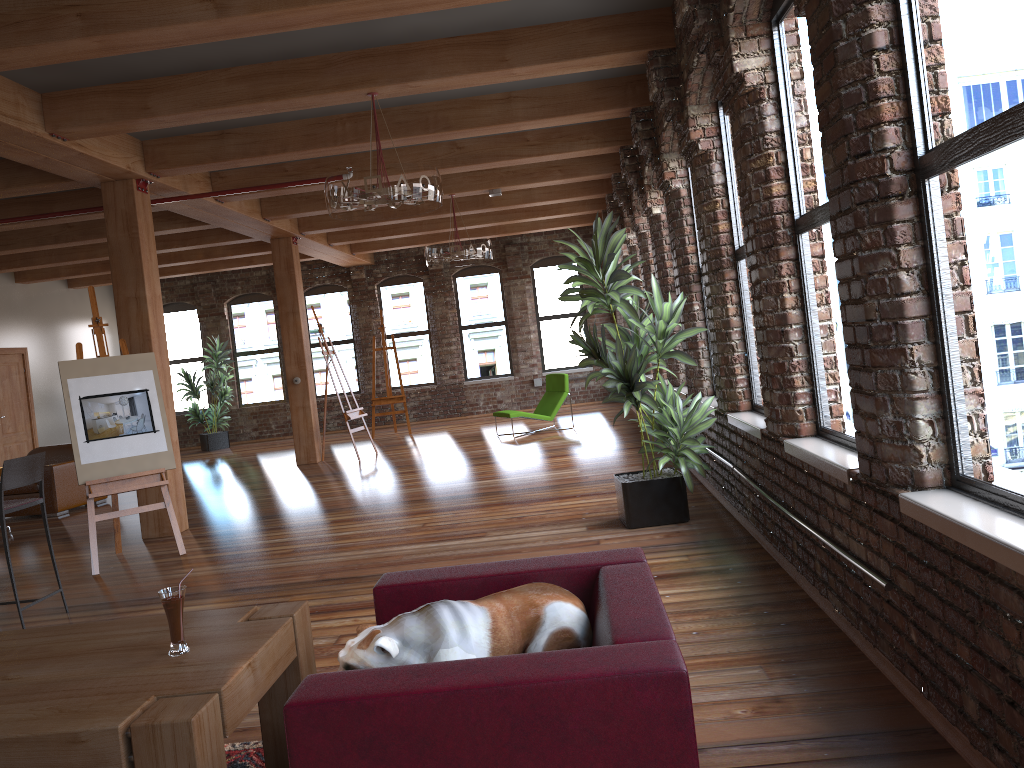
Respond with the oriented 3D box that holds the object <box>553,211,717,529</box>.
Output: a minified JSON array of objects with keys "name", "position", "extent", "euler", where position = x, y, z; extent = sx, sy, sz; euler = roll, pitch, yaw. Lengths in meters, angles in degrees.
[{"name":"object","position":[0.888,-0.125,6.026],"extent":[0.965,2.103,1.082],"euler":[-7,1,17]}]

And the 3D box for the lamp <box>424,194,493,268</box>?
[{"name":"lamp","position":[-0.661,-1.829,10.451],"extent":[0.807,0.815,0.811],"euler":[-6,2,39]}]

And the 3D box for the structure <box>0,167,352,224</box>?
[{"name":"structure","position":[-4.872,-1.597,8.510],"extent":[6.805,0.112,0.051],"euler":[-7,0,3]}]

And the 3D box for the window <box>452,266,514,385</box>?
[{"name":"window","position":[-0.550,-1.140,16.790],"extent":[0.968,2.218,0.219],"euler":[-7,0,3]}]

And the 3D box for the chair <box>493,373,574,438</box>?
[{"name":"chair","position":[0.277,0.298,12.668],"extent":[0.958,0.796,0.679],"euler":[-7,1,-22]}]

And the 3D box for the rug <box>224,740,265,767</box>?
[{"name":"rug","position":[-1.537,1.373,2.476],"extent":[2.461,0.009,1.345],"euler":[-7,3,4]}]

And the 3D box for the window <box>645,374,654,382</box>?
[{"name":"window","position":[1.700,-1.145,11.114],"extent":[0.230,2.215,0.969],"euler":[-7,0,4]}]

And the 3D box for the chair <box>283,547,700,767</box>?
[{"name":"chair","position":[0.002,0.899,2.386],"extent":[0.865,0.592,1.072],"euler":[-7,2,4]}]

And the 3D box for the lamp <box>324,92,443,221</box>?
[{"name":"lamp","position":[-0.914,-1.601,6.110],"extent":[0.811,0.815,0.807],"euler":[-8,2,-44]}]

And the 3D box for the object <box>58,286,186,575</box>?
[{"name":"object","position":[-3.047,0.278,6.815],"extent":[0.703,2.140,0.683],"euler":[-7,0,-36]}]

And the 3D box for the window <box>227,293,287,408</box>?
[{"name":"window","position":[-4.918,-0.668,17.114],"extent":[0.968,2.169,0.086],"euler":[-7,0,3]}]

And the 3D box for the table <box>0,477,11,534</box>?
[{"name":"table","position":[-5.328,1.280,8.096],"extent":[0.939,0.560,1.873],"euler":[-7,2,4]}]

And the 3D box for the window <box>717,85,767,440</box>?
[{"name":"window","position":[1.361,-0.837,5.254],"extent":[0.235,2.215,0.969],"euler":[-7,0,4]}]

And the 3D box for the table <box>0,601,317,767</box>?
[{"name":"table","position":[-1.522,1.098,2.480],"extent":[1.749,0.550,0.901],"euler":[-7,2,3]}]

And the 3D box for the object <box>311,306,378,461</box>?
[{"name":"object","position":[-2.398,-0.040,12.105],"extent":[0.684,2.140,0.663],"euler":[-7,0,14]}]

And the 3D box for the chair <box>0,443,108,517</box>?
[{"name":"chair","position":[-5.401,1.107,10.170],"extent":[1.062,0.735,0.832],"euler":[-6,2,13]}]

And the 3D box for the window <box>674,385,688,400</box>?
[{"name":"window","position":[1.530,-0.991,8.184],"extent":[0.232,2.215,0.969],"euler":[-7,0,4]}]

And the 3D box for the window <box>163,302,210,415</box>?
[{"name":"window","position":[-6.398,-0.499,17.201],"extent":[0.968,2.169,0.086],"euler":[-7,0,3]}]

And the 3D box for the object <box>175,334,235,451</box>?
[{"name":"object","position":[-5.621,0.163,16.366],"extent":[1.082,2.103,0.965],"euler":[-7,0,-18]}]

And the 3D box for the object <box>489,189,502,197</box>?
[{"name":"object","position":[-0.198,-2.265,10.459],"extent":[0.145,0.072,0.147],"euler":[-7,2,4]}]

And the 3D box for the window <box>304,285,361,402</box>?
[{"name":"window","position":[-3.462,-0.802,16.960],"extent":[0.968,2.227,0.221],"euler":[-7,0,3]}]

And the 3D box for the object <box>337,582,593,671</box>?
[{"name":"object","position":[-0.137,0.734,2.457],"extent":[0.756,0.297,0.364],"euler":[-8,2,-25]}]

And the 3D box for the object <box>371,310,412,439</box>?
[{"name":"object","position":[-2.114,-0.204,14.946],"extent":[0.662,2.140,0.685],"euler":[-7,0,-1]}]

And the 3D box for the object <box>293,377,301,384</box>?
[{"name":"object","position":[-2.904,-0.043,11.943],"extent":[0.095,0.095,0.061],"euler":[-7,1,3]}]

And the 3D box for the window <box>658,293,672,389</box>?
[{"name":"window","position":[1.618,-1.068,9.649],"extent":[0.236,2.215,0.969],"euler":[-7,0,4]}]

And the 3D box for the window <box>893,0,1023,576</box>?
[{"name":"window","position":[1.191,-0.683,2.327],"extent":[0.235,2.215,0.969],"euler":[-7,0,4]}]

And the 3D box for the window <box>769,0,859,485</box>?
[{"name":"window","position":[1.276,-0.760,3.791],"extent":[0.235,2.215,0.969],"euler":[-7,0,4]}]

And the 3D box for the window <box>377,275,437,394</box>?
[{"name":"window","position":[-2.009,-0.968,16.875],"extent":[0.968,2.227,0.221],"euler":[-7,0,3]}]

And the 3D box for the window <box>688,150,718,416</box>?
[{"name":"window","position":[1.447,-0.914,6.719],"extent":[0.235,2.215,0.969],"euler":[-7,0,4]}]

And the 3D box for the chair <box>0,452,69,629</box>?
[{"name":"chair","position":[-2.976,0.929,5.151],"extent":[0.466,0.981,0.430],"euler":[-7,0,3]}]

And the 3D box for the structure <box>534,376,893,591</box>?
[{"name":"structure","position":[1.638,0.230,9.853],"extent":[1.634,0.313,13.714],"euler":[-7,3,-3]}]

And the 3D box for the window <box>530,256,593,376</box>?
[{"name":"window","position":[0.924,-1.308,16.703],"extent":[0.968,2.218,0.219],"euler":[-7,0,3]}]

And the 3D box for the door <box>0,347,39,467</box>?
[{"name":"door","position":[-7.550,0.517,13.311],"extent":[0.226,2.120,1.031],"euler":[-7,0,4]}]

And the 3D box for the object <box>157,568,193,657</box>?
[{"name":"object","position":[-0.933,0.636,2.465],"extent":[0.094,0.232,0.076],"euler":[-6,0,36]}]
